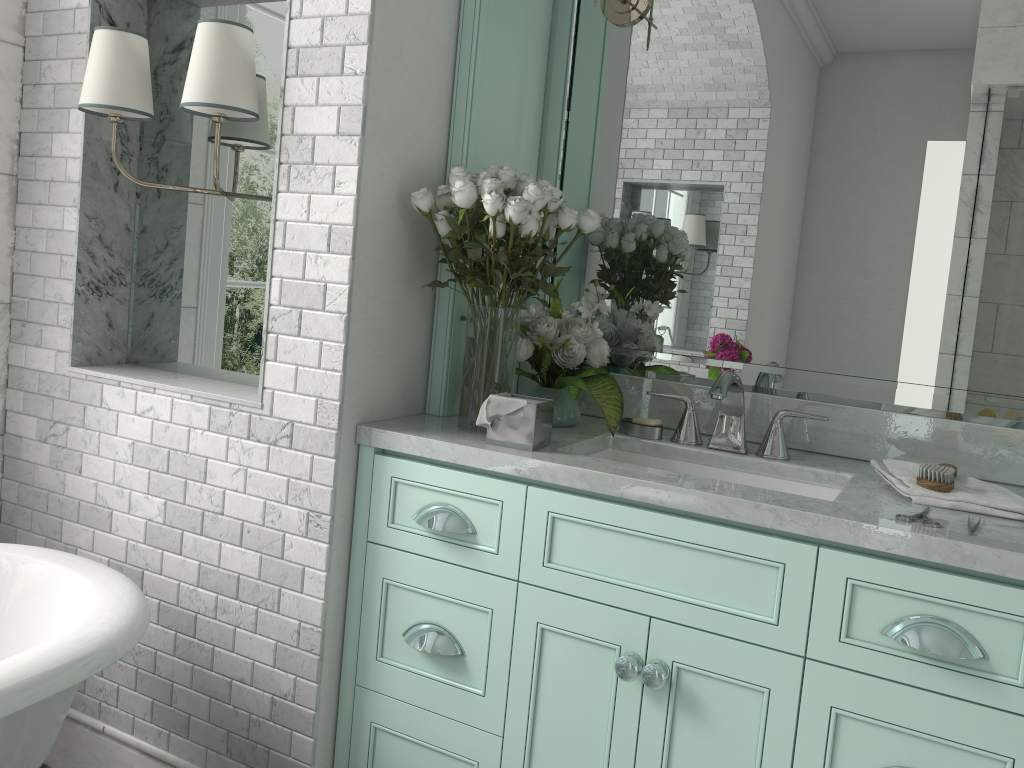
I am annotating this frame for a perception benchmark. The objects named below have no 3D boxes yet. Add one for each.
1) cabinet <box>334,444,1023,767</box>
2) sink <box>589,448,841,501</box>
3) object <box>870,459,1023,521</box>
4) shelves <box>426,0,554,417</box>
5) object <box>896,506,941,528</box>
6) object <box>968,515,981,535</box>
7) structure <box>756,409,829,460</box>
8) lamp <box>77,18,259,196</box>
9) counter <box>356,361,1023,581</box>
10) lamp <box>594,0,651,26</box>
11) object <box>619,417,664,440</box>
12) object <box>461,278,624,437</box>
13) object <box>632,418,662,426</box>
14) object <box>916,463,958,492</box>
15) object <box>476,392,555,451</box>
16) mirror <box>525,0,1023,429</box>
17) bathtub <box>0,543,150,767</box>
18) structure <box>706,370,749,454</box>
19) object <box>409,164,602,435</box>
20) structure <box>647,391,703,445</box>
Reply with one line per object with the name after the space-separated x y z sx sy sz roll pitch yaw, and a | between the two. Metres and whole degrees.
1.000 0.846 1.846 2.804 1.094 0.864 9 6 27 | cabinet
0.439 0.249 2.038 0.604 0.079 0.347 9 7 27 | sink
0.920 0.221 1.868 0.317 0.055 0.239 8 7 23 | object
1.217 -0.795 1.839 2.815 2.117 0.465 8 5 27 | shelves
0.765 0.246 1.685 0.075 0.007 0.176 8 7 18 | object
0.849 0.259 1.634 0.020 0.005 0.167 9 8 31 | object
0.685 0.124 2.174 0.157 0.121 0.083 6 5 11 | structure
-0.833 -0.692 2.267 0.549 0.382 0.309 8 6 27 | lamp
1.067 0.215 1.818 2.813 0.180 0.825 9 7 27 | counter
0.268 -1.242 2.375 0.183 0.486 0.309 8 5 26 | lamp
0.339 0.117 2.331 0.080 0.035 0.134 -1 9 -45 | object
0.123 -0.087 2.376 0.453 0.401 0.394 8 6 28 | object
0.353 0.099 2.314 0.051 0.022 0.077 0 9 -42 | object
0.917 0.189 1.887 0.068 0.044 0.228 10 8 36 | object
0.005 0.082 2.025 0.136 0.112 0.147 8 6 22 | object
0.751 -0.933 2.298 1.439 1.927 0.015 8 5 27 | mirror
-1.541 0.852 1.233 0.943 0.755 2.168 8 7 27 | bathtub
0.530 0.069 2.150 0.103 0.204 0.235 7 6 16 | structure
-0.043 -0.203 2.166 0.357 0.651 0.391 9 6 38 | object
0.420 0.086 2.287 0.157 0.121 0.083 6 5 11 | structure
